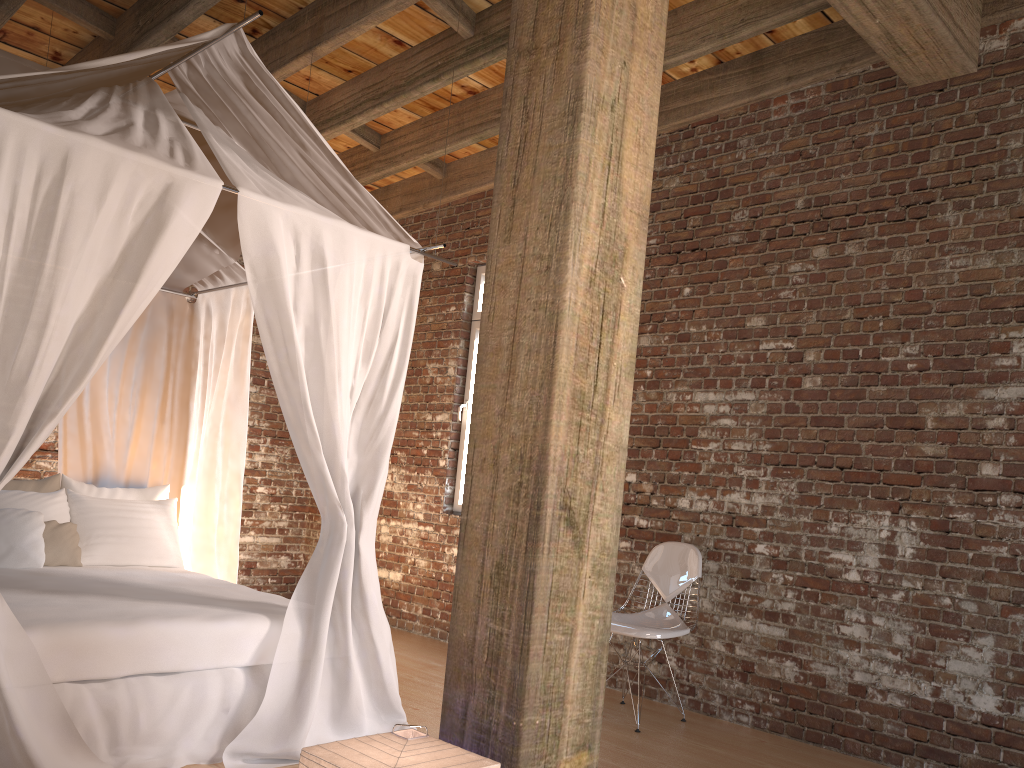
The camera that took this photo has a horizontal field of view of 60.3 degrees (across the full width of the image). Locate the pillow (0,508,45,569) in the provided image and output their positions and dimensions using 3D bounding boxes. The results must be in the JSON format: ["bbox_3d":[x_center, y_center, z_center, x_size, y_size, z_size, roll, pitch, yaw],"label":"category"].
[{"bbox_3d":[-2.494,0.752,4.305,0.393,0.290,0.211,9,-5,-37],"label":"pillow"}]

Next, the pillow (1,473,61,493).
[{"bbox_3d":[-2.695,0.691,4.620,0.205,0.493,0.644,3,-6,44],"label":"pillow"}]

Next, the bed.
[{"bbox_3d":[-1.842,-0.534,3.960,2.626,3.869,2.545,2,-5,44],"label":"bed"}]

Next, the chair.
[{"bbox_3d":[0.674,1.255,4.536,0.529,0.894,0.585,2,-5,44],"label":"chair"}]

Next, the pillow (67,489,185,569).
[{"bbox_3d":[-2.139,0.828,4.920,0.288,0.431,0.641,2,-6,45],"label":"pillow"}]

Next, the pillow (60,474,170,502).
[{"bbox_3d":[-2.273,0.787,5.054,0.204,0.497,0.643,3,-6,44],"label":"pillow"}]

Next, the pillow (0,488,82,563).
[{"bbox_3d":[-2.550,0.703,4.484,0.343,0.401,0.623,2,-7,42],"label":"pillow"}]

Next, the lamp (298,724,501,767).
[{"bbox_3d":[0.129,1.178,1.616,1.362,0.777,0.367,1,-5,36],"label":"lamp"}]

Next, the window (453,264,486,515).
[{"bbox_3d":[0.105,0.023,5.941,1.294,1.843,0.175,2,-4,44],"label":"window"}]

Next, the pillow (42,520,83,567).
[{"bbox_3d":[-2.350,0.813,4.504,0.159,0.233,0.294,2,-6,43],"label":"pillow"}]
